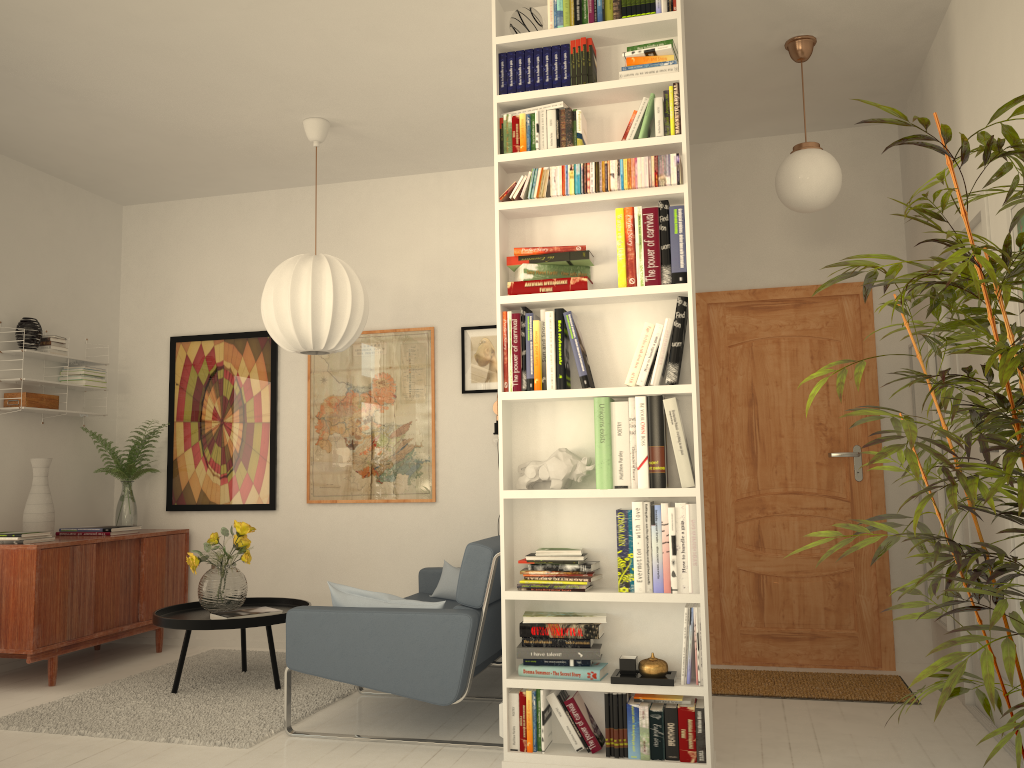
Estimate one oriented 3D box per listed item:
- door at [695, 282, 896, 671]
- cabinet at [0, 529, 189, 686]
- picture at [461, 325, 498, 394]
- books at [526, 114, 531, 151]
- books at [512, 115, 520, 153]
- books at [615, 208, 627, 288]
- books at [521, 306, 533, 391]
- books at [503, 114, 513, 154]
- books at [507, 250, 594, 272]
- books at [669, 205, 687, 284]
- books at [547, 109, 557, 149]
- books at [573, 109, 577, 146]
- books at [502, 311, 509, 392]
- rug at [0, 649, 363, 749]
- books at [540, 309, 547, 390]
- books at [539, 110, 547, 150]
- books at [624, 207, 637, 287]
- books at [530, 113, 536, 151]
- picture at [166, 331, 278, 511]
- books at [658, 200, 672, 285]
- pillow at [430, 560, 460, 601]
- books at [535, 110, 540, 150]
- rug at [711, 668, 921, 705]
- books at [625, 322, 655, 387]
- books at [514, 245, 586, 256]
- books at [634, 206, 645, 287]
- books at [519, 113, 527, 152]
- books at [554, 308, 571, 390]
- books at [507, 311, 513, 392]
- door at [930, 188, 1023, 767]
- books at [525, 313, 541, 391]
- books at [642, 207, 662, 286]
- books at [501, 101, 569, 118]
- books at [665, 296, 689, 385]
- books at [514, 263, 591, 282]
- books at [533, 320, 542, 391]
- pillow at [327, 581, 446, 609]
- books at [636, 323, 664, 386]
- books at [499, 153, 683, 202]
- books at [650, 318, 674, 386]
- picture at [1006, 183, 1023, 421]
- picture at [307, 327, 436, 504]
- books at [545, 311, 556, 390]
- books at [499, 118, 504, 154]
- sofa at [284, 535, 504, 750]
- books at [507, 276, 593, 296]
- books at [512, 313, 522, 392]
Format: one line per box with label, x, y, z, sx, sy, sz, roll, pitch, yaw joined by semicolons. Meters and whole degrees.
door;1.510;0.483;4.811;0.931;2.034;0.159;-3;-6;14
cabinet;-2.466;1.235;5.055;0.546;0.728;1.261;-3;-6;14
picture;-0.068;-0.151;5.242;0.481;0.402;0.015;-3;-6;14
books;0.086;-0.930;3.430;0.013;0.149;0.208;-3;-6;14
books;0.039;-0.928;3.431;0.030;0.149;0.201;-3;-6;14
books;0.419;-0.483;3.308;0.032;0.300;0.200;-3;-6;14
books;0.066;-0.120;3.344;0.021;0.317;0.179;-3;-6;14
books;0.008;-0.932;3.437;0.034;0.162;0.197;-3;-6;14
books;0.157;-0.456;3.374;0.314;0.035;0.205;-3;-6;14
books;0.613;-0.485;3.238;0.054;0.289;0.179;-3;-6;14
books;0.172;-0.936;3.401;0.035;0.158;0.199;-3;-6;14
books;0.254;-0.942;3.376;0.016;0.159;0.145;-3;-6;14
books;0.002;-0.108;3.373;0.021;0.302;0.222;-3;-6;14
rug;-1.418;1.511;4.411;1.304;0.012;1.659;-3;-6;16
books;0.140;-0.114;3.333;0.020;0.304;0.193;-3;-6;14
books;0.143;-0.936;3.417;0.028;0.160;0.222;-3;-6;14
books;0.452;-0.482;3.293;0.039;0.302;0.199;-3;-6;14
books;0.105;-0.934;3.426;0.024;0.155;0.188;-3;-6;14
picture;-1.855;0.238;5.669;0.778;1.135;0.018;-3;-6;14
books;0.568;-0.497;3.252;0.039;0.317;0.160;-3;-6;14
pillow;-0.179;1.101;4.823;0.539;0.277;0.157;-3;-6;16
books;0.119;-0.935;3.406;0.012;0.155;0.208;-3;-6;14
rug;1.410;1.452;4.272;0.941;0.002;0.552;-3;-6;14
books;0.470;-0.099;3.213;0.115;0.232;0.133;-3;-6;14
books;0.147;-0.485;3.372;0.266;0.026;0.203;-1;-6;4
books;0.482;-0.484;3.280;0.029;0.301;0.185;-3;-6;14
books;0.065;-0.932;3.420;0.023;0.152;0.199;-3;-6;14
books;0.192;-0.121;3.297;0.033;0.306;0.150;-3;-6;14
books;0.019;-0.109;3.363;0.015;0.301;0.207;-3;-6;14
door;1.900;0.346;3.528;0.166;2.035;0.954;-3;-6;14
books;0.090;-0.107;3.335;0.030;0.289;0.200;-3;-6;14
books;0.523;-0.482;3.262;0.059;0.292;0.182;-3;-6;14
books;0.114;-1.025;3.431;0.255;0.022;0.189;-4;-6;25
books;0.602;-0.145;3.206;0.092;0.319;0.179;-3;-6;14
books;0.153;-0.406;3.357;0.268;0.064;0.128;1;-6;-15
books;0.115;-0.094;3.320;0.024;0.260;0.199;-3;-6;14
pillow;-0.506;0.973;3.597;0.533;0.354;0.141;-3;-6;14
books;0.506;-0.097;3.210;0.105;0.226;0.138;-3;-6;14
books;0.308;-0.736;3.352;0.664;0.110;0.278;-3;-6;14
books;0.554;-0.104;3.222;0.092;0.244;0.196;-3;-6;14
picture;1.539;-0.209;2.487;0.012;0.877;0.821;-3;-6;14
picture;-0.868;0.195;5.418;0.838;1.053;0.012;-3;-6;14
books;0.162;-0.112;3.312;0.032;0.291;0.189;-3;-6;14
books;-0.012;-0.927;3.467;0.019;0.156;0.205;-3;-6;14
sofa;-0.284;1.087;4.197;0.964;0.774;1.602;-3;-6;14
books;0.154;-0.348;3.341;0.300;0.056;0.201;-3;-6;14
books;0.041;-0.106;3.349;0.032;0.291;0.203;-3;-6;14
